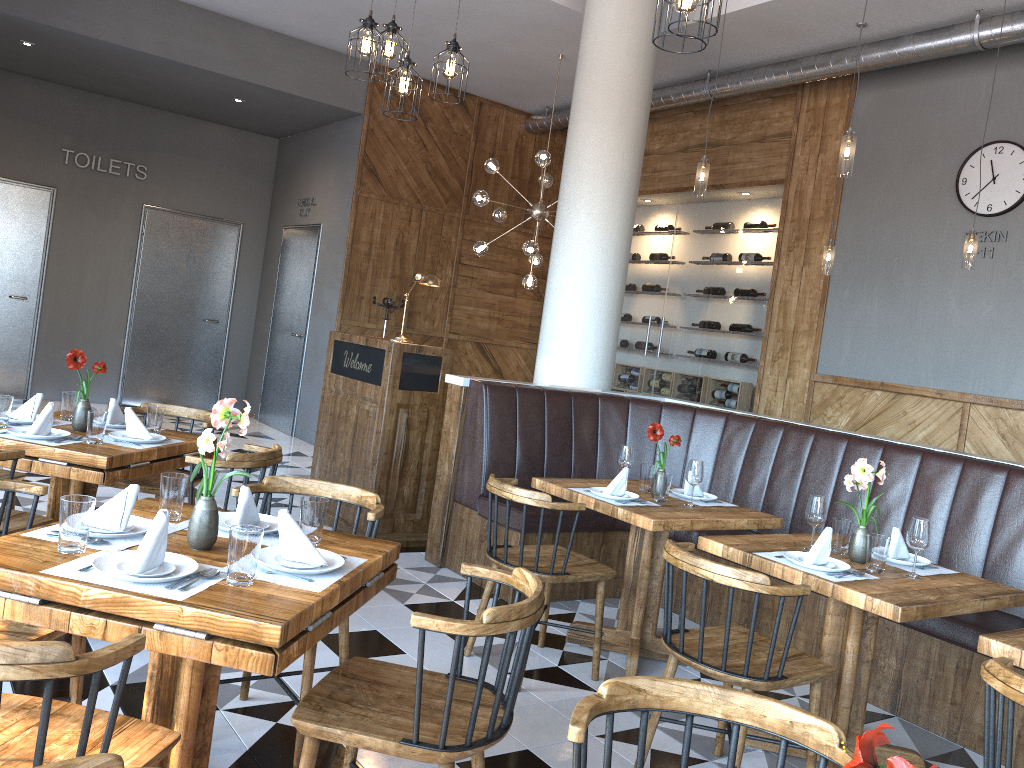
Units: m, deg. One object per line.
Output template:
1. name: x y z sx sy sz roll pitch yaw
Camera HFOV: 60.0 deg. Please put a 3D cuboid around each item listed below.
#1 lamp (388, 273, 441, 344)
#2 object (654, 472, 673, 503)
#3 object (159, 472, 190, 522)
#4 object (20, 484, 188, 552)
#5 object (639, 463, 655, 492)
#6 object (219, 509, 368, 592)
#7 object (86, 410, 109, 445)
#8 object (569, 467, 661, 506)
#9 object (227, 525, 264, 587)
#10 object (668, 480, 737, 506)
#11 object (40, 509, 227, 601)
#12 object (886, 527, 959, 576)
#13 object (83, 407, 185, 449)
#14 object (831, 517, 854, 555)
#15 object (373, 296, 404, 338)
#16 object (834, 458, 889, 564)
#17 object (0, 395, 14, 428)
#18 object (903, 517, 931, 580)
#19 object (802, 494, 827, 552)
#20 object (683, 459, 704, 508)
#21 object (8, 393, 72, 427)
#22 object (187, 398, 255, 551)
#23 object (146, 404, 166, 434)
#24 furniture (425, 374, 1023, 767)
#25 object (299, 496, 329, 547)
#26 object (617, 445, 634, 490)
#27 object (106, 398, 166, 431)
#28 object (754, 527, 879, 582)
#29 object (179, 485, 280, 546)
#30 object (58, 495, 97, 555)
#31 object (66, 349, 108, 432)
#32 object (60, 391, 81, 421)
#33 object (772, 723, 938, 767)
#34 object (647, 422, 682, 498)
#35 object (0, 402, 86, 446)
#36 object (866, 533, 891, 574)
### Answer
1. lamp: -0.662 -0.374 5.870 0.170 0.756 0.444 8 1 30
2. object: 0.700 0.484 4.126 0.080 0.132 0.080 9 2 40
3. object: -0.995 0.332 2.594 0.080 0.132 0.080 7 1 -20
4. object: -1.077 0.329 2.394 0.272 0.137 0.352 8 3 10
5. object: 0.668 0.466 4.391 0.080 0.132 0.080 7 1 -35
6. object: -0.552 0.405 2.309 0.272 0.137 0.352 8 3 10
7. object: -1.706 0.179 3.637 0.080 0.132 0.080 7 1 -20
8. object: 0.478 0.453 4.093 0.271 0.137 0.353 6 3 -35
9. object: -0.636 0.407 2.096 0.080 0.132 0.080 7 1 -20
10. object: 0.909 0.496 4.388 0.271 0.137 0.353 6 3 -35
11. object: -0.857 0.375 2.088 0.352 0.137 0.272 8 3 10
12. object: 1.533 0.630 3.489 0.271 0.137 0.353 6 3 -35
13. object: -1.625 0.177 3.848 0.272 0.137 0.352 8 3 10
14. object: 1.296 0.600 3.488 0.080 0.132 0.080 7 1 -35
15. object: -1.392 -0.072 9.223 0.374 1.657 0.375 8 1 -13
16. object: 1.313 0.475 3.340 0.146 0.400 0.207 7 1 -28
17. object: -2.138 0.116 3.706 0.080 0.132 0.080 9 1 30
18. object: 1.473 0.596 3.222 0.081 0.215 0.081 8 1 -4
19. object: 1.180 0.544 3.453 0.081 0.215 0.081 7 1 -44
20. object: 0.845 0.462 4.125 0.081 0.215 0.081 8 1 -4
21. object: -2.151 0.100 3.933 0.272 0.137 0.352 8 3 10
22. object: -0.775 0.240 2.353 0.146 0.400 0.207 7 1 -24
23. object: -1.642 0.165 4.073 0.080 0.132 0.080 8 1 -10
24. furniture: 2.164 0.985 3.321 1.913 1.149 6.610 6 3 -35
25. object: -0.572 0.393 2.532 0.080 0.132 0.080 7 1 -20
26. object: 0.553 0.410 4.356 0.081 0.215 0.081 7 1 -44
27. object: -1.845 0.130 4.154 0.352 0.137 0.272 8 3 10
28. object: 1.102 0.586 3.194 0.271 0.137 0.353 6 3 -35
29. object: -0.772 0.359 2.614 0.352 0.137 0.272 8 3 10
30. object: -1.068 0.344 2.166 0.080 0.132 0.080 7 1 -20
31. object: -1.905 0.025 3.903 0.171 0.355 0.156 8 1 12
32. object: -2.065 0.103 4.135 0.080 0.132 0.080 8 1 -10
33. object: 0.292 0.491 0.806 0.171 0.355 0.156 8 1 20
34. object: 0.699 0.365 4.251 0.155 0.355 0.171 7 1 -42
35. object: -1.931 0.146 3.628 0.352 0.137 0.272 8 3 10
36. object: 1.327 0.618 3.223 0.080 0.132 0.080 9 2 40
